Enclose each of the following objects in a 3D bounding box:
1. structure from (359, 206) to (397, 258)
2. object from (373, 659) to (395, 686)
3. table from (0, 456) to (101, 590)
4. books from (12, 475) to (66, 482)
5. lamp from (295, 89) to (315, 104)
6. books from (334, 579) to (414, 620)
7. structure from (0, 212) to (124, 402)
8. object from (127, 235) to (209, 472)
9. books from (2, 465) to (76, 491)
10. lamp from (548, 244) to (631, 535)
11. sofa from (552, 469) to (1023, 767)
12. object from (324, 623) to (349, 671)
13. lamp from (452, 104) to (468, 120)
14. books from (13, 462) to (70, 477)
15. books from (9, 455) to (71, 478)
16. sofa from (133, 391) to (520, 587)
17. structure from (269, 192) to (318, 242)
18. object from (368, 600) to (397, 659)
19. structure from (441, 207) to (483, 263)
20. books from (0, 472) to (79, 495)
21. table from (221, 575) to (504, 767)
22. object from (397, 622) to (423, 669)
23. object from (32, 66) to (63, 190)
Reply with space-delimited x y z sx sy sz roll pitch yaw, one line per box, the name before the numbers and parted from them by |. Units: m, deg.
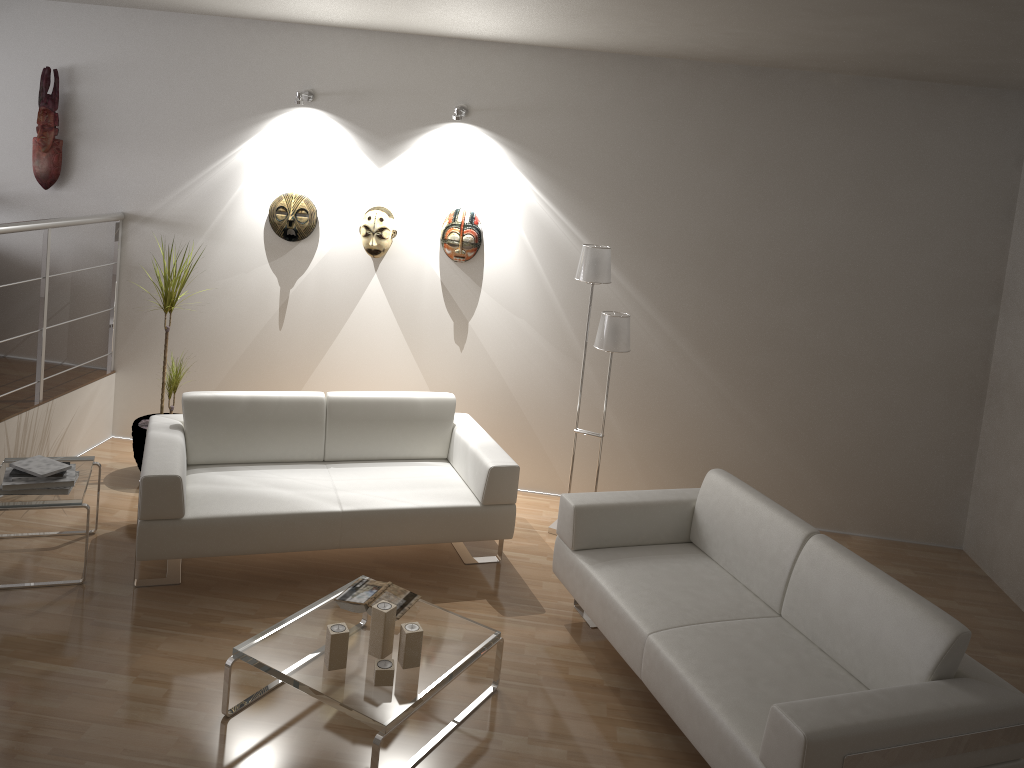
structure | -0.852 -0.944 5.472 0.243 0.323 0.132 7 7 5
object | -0.445 0.999 3.050 0.067 0.073 0.069 4 10 -11
table | -2.217 0.632 4.112 0.463 0.392 0.566 2 12 -21
books | -2.155 0.403 4.000 0.216 0.014 0.156 -1 16 -26
lamp | -1.290 -1.777 5.411 0.080 0.106 0.195 6 12 3
books | -0.542 0.870 3.546 0.294 0.055 0.207 11 15 19
structure | -2.690 -0.318 4.573 0.057 1.025 2.382 6 13 3
object | -2.048 -0.159 5.164 0.443 1.446 0.508 8 7 17
books | -2.157 0.423 4.002 0.287 0.026 0.233 -1 16 -26
lamp | 0.461 0.053 4.956 0.368 1.640 0.210 9 6 24
sofa | 0.922 0.952 3.453 0.904 0.723 1.833 2 14 -21
object | -0.623 0.927 3.111 0.067 0.148 0.068 3 8 -26
lamp | -0.320 -1.658 5.336 0.080 0.106 0.195 6 12 3
books | -2.153 0.389 3.999 0.216 0.014 0.156 2 15 -16
books | -2.152 0.375 3.998 0.219 0.014 0.154 12 16 23
sofa | -0.953 0.483 4.530 1.777 0.725 0.931 1 12 -21
structure | -1.394 -1.054 5.536 0.317 0.310 0.070 7 6 5
object | -0.474 0.894 3.208 0.068 0.193 0.067 10 7 29
structure | -0.319 -0.928 5.458 0.265 0.348 0.076 7 6 4
books | -2.159 0.450 4.005 0.286 0.026 0.233 2 15 -16
table | -0.537 1.085 3.315 0.709 0.244 0.805 13 15 28
object | -0.367 0.939 3.167 0.067 0.148 0.068 3 8 -26
object | -2.975 -1.636 5.618 0.151 0.775 0.154 1 8 -41
